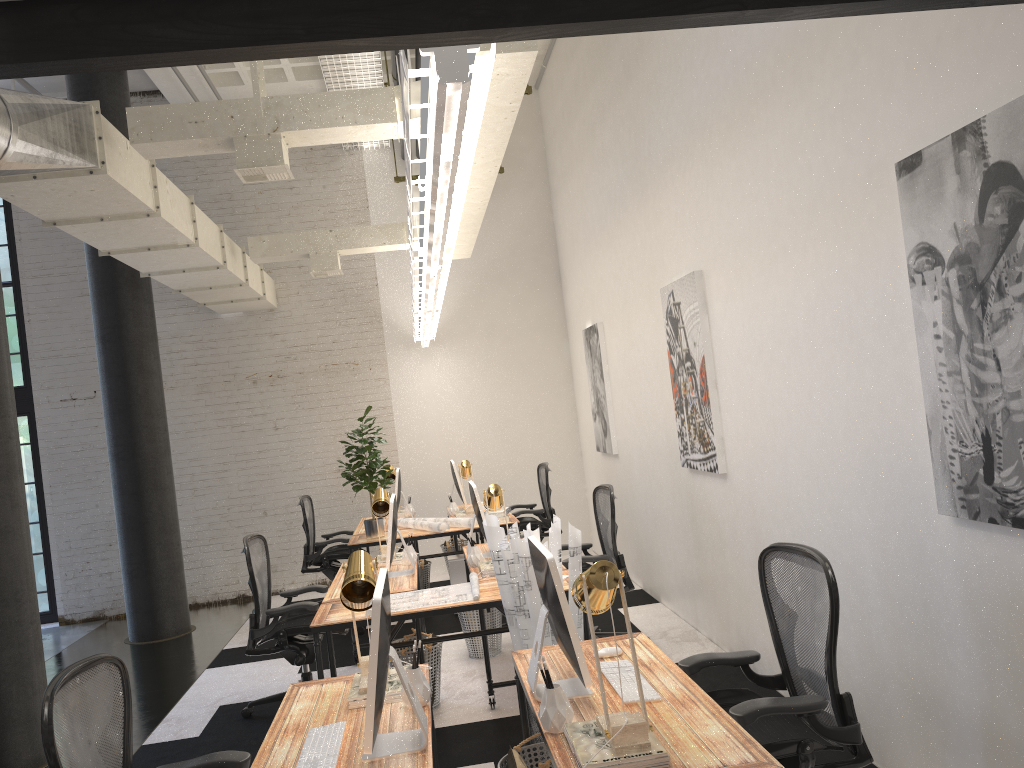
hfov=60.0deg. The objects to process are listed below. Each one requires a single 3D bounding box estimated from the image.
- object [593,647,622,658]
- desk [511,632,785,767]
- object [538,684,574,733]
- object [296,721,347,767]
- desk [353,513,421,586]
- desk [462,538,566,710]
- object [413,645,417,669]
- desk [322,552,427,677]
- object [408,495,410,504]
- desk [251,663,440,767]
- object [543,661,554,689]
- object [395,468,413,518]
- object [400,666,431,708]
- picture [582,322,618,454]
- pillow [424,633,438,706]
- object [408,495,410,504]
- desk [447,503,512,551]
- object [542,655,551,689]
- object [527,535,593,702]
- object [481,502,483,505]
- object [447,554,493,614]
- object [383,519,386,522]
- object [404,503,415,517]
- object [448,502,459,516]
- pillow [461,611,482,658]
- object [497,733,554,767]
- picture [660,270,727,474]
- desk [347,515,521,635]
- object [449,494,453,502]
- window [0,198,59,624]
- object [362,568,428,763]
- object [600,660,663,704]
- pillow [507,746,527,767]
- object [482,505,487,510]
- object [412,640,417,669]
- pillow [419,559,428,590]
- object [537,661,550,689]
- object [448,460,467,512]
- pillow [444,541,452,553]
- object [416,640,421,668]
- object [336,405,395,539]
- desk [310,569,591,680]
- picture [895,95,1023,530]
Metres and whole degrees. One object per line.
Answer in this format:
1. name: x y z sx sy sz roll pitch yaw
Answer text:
1. object: 0.349 0.978 3.238 0.106 0.029 0.059 -7 -1 -5
2. desk: 0.371 1.344 2.792 0.529 0.724 1.401 -7 -1 -6
3. object: 0.125 0.940 2.571 0.101 0.126 0.101 -8 -1 39
4. object: -0.561 1.076 2.597 0.118 0.017 0.439 -7 -2 -6
5. desk: -1.128 1.645 8.247 0.529 0.724 1.401 -7 -1 -6
6. desk: 0.020 1.462 5.668 0.529 0.724 1.401 -7 -1 -6
7. object: -0.318 0.959 2.926 0.008 0.207 0.054 -7 -1 -23
8. desk: -0.817 1.560 5.583 0.529 0.724 1.401 -7 -1 -6
9. object: -0.990 1.165 8.493 0.054 0.207 0.008 -6 -1 -41
10. desk: -0.466 1.442 2.708 0.529 0.724 1.401 -7 -1 -6
11. object: 0.123 0.897 2.557 0.054 0.207 0.008 -6 -1 -41
12. object: -1.028 1.022 8.138 0.189 0.485 0.484 -7 -1 -6
13. object: -0.322 1.003 2.938 0.101 0.126 0.101 -8 -1 39
14. picture: 0.815 0.052 8.261 0.049 1.183 0.731 -7 -1 -6
15. pillow: -0.473 1.667 5.147 0.119 0.406 0.239 -7 -1 -6
16. object: -0.979 1.163 8.466 0.008 0.207 0.054 -7 -1 -23
17. desk: -0.291 1.547 8.332 0.529 0.724 1.401 -7 -1 -6
18. object: 0.112 0.899 2.584 0.008 0.207 0.054 -7 -1 -23
19. object: 0.128 0.768 2.915 0.189 0.485 0.484 -7 -1 -6
20. object: -0.312 1.182 8.778 0.106 0.029 0.059 -7 -1 -5
21. object: -0.251 1.661 7.507 0.543 0.455 0.221 -7 -1 -6
22. object: -1.222 1.280 8.137 0.118 0.017 0.439 -7 -2 -6
23. object: -0.983 1.206 8.478 0.101 0.126 0.101 -8 -1 39
24. object: -0.536 1.143 8.111 0.101 0.126 0.101 -8 -1 39
25. pillow: -0.286 1.670 6.100 0.119 0.406 0.239 -7 -1 -6
26. object: 0.142 1.530 3.228 0.353 0.435 0.359 -7 -1 -10
27. picture: 1.110 -0.057 5.493 0.049 1.183 0.731 -7 -1 -6
28. desk: -0.600 1.558 7.324 1.400 0.724 0.529 -7 -1 -6
29. object: -0.539 1.101 8.097 0.054 0.207 0.008 -6 -1 -41
30. window: -6.196 0.116 9.292 2.490 5.178 0.138 -7 -1 -6
31. object: -0.366 0.819 2.598 0.189 0.485 0.484 -7 -1 -6
32. object: 0.378 0.972 2.911 0.118 0.017 0.439 -7 -2 -6
33. pillow: 0.065 1.552 3.225 0.119 0.406 0.239 -7 -1 -6
34. object: -0.284 1.176 8.451 0.118 0.017 0.439 -7 -2 -6
35. object: -0.329 0.962 2.953 0.054 0.207 0.008 -6 -1 -41
36. pillow: -0.784 1.753 7.812 0.119 0.406 0.239 -7 -1 -6
37. object: 0.111 0.899 2.560 0.054 0.207 0.008 -7 -1 -19
38. object: -0.534 0.971 8.455 0.189 0.485 0.484 -7 -1 -6
39. pillow: -0.596 1.756 8.764 0.119 0.406 0.239 -7 -1 -6
40. object: -0.317 0.961 2.950 0.054 0.207 0.008 -7 -1 -19
41. object: -1.193 0.721 7.256 0.438 1.077 0.514 -7 -1 -16
42. desk: -0.290 1.472 4.660 1.400 0.724 0.529 -7 -1 -6
43. picture: 1.417 -0.170 2.611 0.049 1.183 0.731 -7 -1 -6
